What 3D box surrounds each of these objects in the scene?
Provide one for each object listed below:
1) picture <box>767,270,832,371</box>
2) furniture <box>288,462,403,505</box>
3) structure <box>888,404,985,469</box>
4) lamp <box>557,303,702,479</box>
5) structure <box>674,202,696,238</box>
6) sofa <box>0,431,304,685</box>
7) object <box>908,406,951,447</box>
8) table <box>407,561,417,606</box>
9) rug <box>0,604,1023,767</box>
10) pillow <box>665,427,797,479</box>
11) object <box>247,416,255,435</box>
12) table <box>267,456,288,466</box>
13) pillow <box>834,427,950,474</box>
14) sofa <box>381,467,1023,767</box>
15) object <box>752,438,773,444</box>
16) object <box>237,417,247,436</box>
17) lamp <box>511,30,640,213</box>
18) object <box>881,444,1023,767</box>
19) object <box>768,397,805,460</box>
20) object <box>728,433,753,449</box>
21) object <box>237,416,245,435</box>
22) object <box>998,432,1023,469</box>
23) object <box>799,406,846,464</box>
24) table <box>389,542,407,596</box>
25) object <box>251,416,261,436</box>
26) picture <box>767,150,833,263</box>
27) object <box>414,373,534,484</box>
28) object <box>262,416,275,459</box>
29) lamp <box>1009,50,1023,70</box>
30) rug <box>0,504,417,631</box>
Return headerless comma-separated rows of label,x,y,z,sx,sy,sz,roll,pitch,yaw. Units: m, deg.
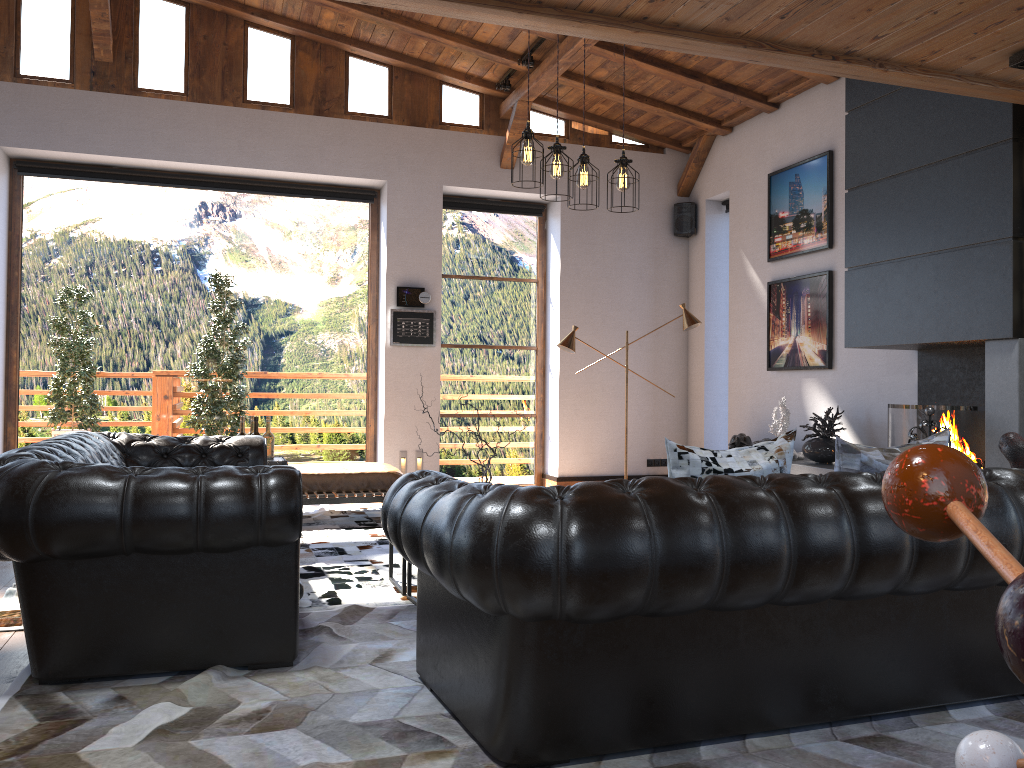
picture,2.482,-0.527,7.701,0.036,0.816,0.873,1,-1,-18
furniture,-1.986,0.892,7.292,2.780,0.437,1.166,1,0,-19
structure,2.706,0.394,5.723,0.185,0.514,0.975,1,-1,-18
lamp,1.072,0.204,8.258,1.321,1.899,0.527,1,-1,2
structure,1.846,-1.751,9.449,0.215,0.349,0.212,1,-1,-19
sofa,-1.732,0.675,4.270,1.249,0.838,2.546,1,0,-19
object,2.466,0.641,5.233,0.305,1.018,0.310,0,-1,27
table,-0.161,0.929,4.500,0.656,0.350,0.396,1,-1,-24
rug,0.241,1.083,3.417,4.073,0.053,2.414,1,0,-18
pillow,0.729,0.382,3.056,0.532,0.469,0.281,1,-1,-16
object,-1.748,0.357,5.969,0.087,0.286,0.087,1,-1,-6
table,-1.716,0.800,5.883,0.420,0.609,0.402,1,-1,-19
pillow,1.375,0.391,3.282,0.532,0.469,0.281,1,-1,-16
sofa,0.897,0.696,3.162,2.585,0.838,1.230,1,-1,-20
object,2.208,0.548,7.672,0.260,0.160,0.279,1,-1,-16
object,-1.762,0.356,5.787,0.088,0.286,0.086,2,-1,-42
lamp,0.353,-2.103,4.996,0.811,2.202,0.259,1,-1,-28
object,0.486,0.104,0.335,0.644,0.349,0.523,1,-1,8
object,2.238,0.366,7.303,0.256,0.532,0.432,0,-1,40
object,2.067,0.537,8.039,0.224,0.183,0.409,0,-1,25
object,-1.790,0.356,5.886,0.087,0.286,0.088,0,-1,21
object,2.289,0.374,3.912,0.246,0.319,0.150,0,-1,22
object,2.434,0.392,6.913,0.333,0.455,0.342,1,-1,7
table,-0.320,0.930,4.905,0.655,0.350,0.397,1,-1,-19
object,-1.696,0.357,5.862,0.089,0.286,0.086,2,-1,-41
picture,2.493,-1.522,7.722,0.036,0.816,0.873,1,-1,-18
object,-0.191,0.350,4.541,0.622,0.808,0.405,1,-1,-8
object,-1.635,0.358,5.941,0.087,0.286,0.087,1,-1,-9
lamp,2.490,-1.528,4.156,0.263,0.068,0.154,1,-1,-19
rug,-1.777,1.078,6.000,2.449,0.053,3.780,1,0,-18
